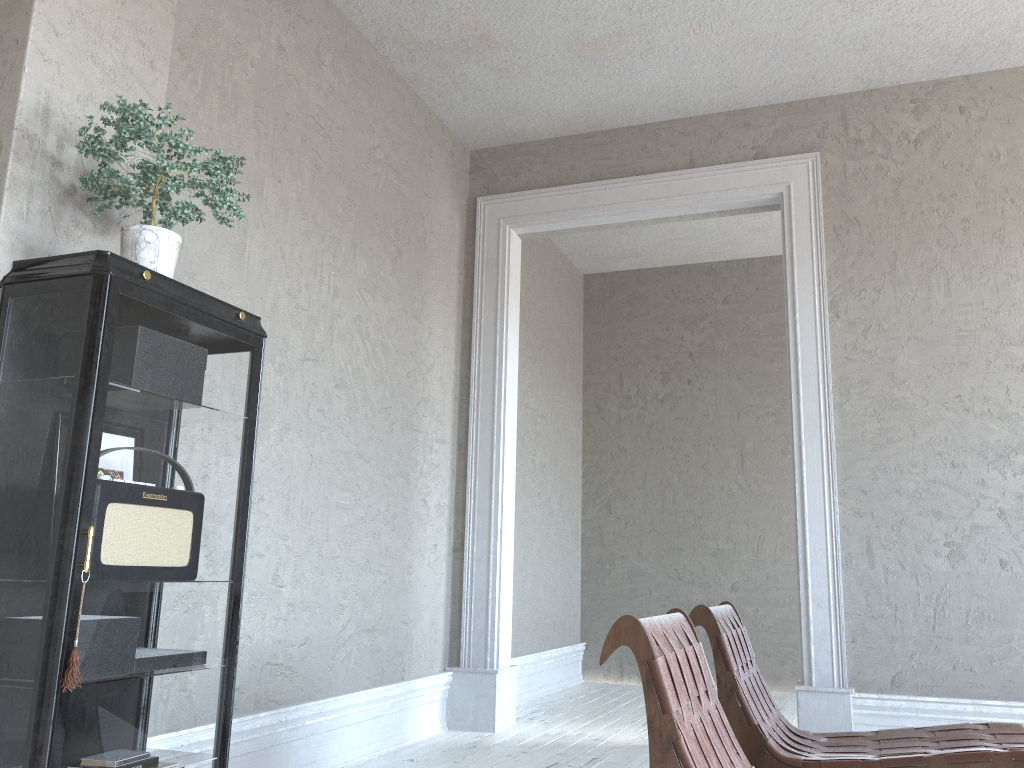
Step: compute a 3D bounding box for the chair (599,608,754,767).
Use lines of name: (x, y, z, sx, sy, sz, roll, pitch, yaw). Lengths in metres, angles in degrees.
chair: (0.720, 0.837, 1.768, 1.003, 0.721, 0.514, -3, -13, 20)

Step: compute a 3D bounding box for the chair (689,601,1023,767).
chair: (1.035, 1.014, 2.558, 1.003, 0.721, 0.514, -3, -13, 20)

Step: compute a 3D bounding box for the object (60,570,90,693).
object: (-0.862, 0.488, 1.757, 0.041, 0.234, 0.044, 7, -13, -22)

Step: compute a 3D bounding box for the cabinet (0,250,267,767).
cabinet: (-0.924, 0.490, 2.060, 0.343, 1.472, 0.626, -3, -13, 21)

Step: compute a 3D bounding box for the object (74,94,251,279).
object: (-0.899, -0.475, 2.277, 0.406, 0.506, 0.406, -8, -15, 36)
